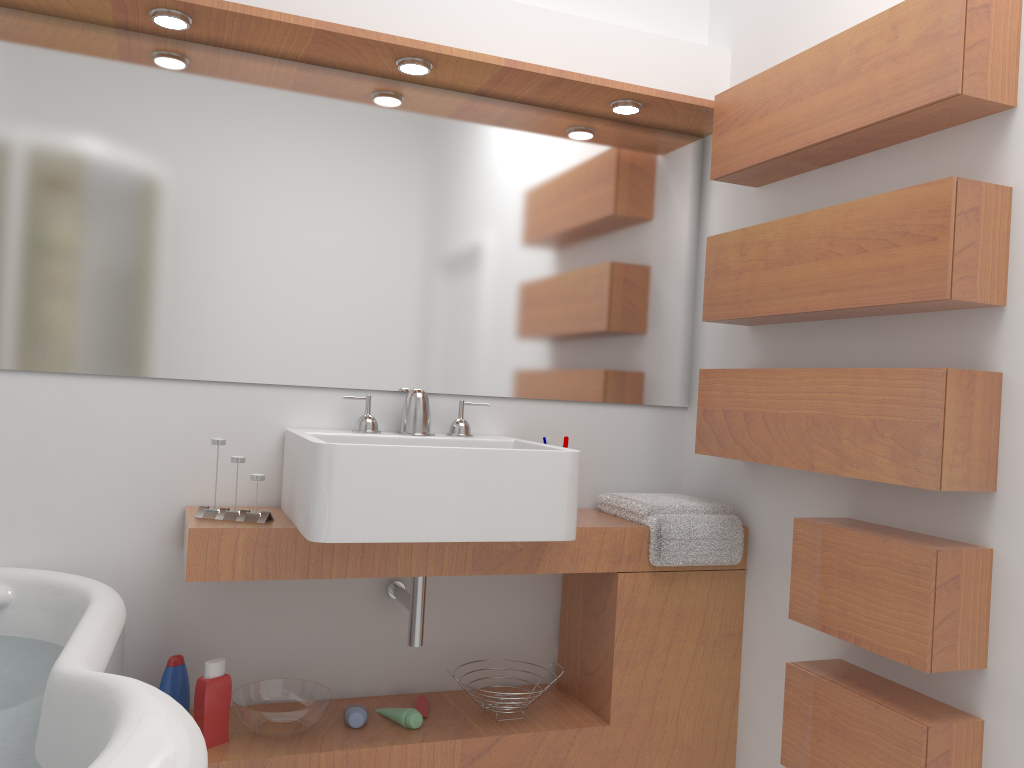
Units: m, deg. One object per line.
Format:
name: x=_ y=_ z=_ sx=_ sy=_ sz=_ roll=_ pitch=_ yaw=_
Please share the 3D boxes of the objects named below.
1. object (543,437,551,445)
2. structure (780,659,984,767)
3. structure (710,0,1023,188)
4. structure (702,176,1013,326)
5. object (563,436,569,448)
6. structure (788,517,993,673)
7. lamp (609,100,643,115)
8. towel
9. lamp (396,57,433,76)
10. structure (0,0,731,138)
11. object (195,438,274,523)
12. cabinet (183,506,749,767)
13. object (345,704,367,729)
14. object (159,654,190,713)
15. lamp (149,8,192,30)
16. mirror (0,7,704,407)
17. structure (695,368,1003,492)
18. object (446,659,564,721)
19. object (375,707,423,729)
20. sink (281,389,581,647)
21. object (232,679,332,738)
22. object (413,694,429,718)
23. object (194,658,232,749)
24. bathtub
object: x=0.118 y=0.269 z=2.576 sx=0.070 sy=0.228 sz=0.016 roll=3 pitch=0 yaw=4
structure: x=0.807 y=0.802 z=1.976 sx=0.165 sy=0.245 sz=0.417 roll=4 pitch=-1 yaw=-21
structure: x=0.813 y=-0.702 z=2.195 sx=0.165 sy=0.245 sz=0.860 roll=4 pitch=-1 yaw=-21
structure: x=0.789 y=-0.292 z=2.191 sx=0.165 sy=0.245 sz=0.860 roll=4 pitch=-1 yaw=-21
object: x=0.149 y=0.270 z=2.605 sx=0.016 sy=0.231 sz=0.052 roll=3 pitch=-1 yaw=18
structure: x=0.827 y=0.452 z=1.979 sx=0.165 sy=0.245 sz=0.417 roll=4 pitch=-1 yaw=-21
lamp: x=0.338 y=-0.819 z=2.626 sx=0.098 sy=0.018 sz=0.098 roll=4 pitch=-1 yaw=-42
towel: x=0.460 y=0.424 z=2.639 sx=0.272 sy=0.140 sz=0.359 roll=4 pitch=-1 yaw=-21
lamp: x=-0.263 y=-0.856 z=2.390 sx=0.098 sy=0.018 sz=0.098 roll=3 pitch=0 yaw=-1
structure: x=-0.519 y=-0.998 z=2.324 sx=2.606 sy=0.240 sz=0.287 roll=4 pitch=-1 yaw=-21
object: x=-0.676 y=0.232 z=2.180 sx=0.182 sy=0.203 sz=0.059 roll=3 pitch=0 yaw=9
cabinet: x=-0.158 y=0.724 z=2.431 sx=1.635 sy=0.719 sz=0.355 roll=4 pitch=-1 yaw=-21
object: x=-0.416 y=0.870 z=2.372 sx=0.059 sy=0.052 sz=0.187 roll=3 pitch=0 yaw=-10
object: x=-0.846 y=0.773 z=2.219 sx=0.044 sy=0.190 sz=0.092 roll=3 pitch=-1 yaw=36
lamp: x=-0.834 y=-0.891 z=2.167 sx=0.098 sy=0.018 sz=0.098 roll=3 pitch=0 yaw=-1
mirror: x=-0.595 y=-0.440 z=2.442 sx=2.600 sy=0.887 sz=0.022 roll=4 pitch=-1 yaw=-21
structure: x=0.767 y=0.089 z=2.188 sx=0.165 sy=0.245 sz=0.860 roll=4 pitch=-1 yaw=-21
object: x=-0.020 y=0.851 z=2.458 sx=0.291 sy=0.126 sz=0.291 roll=3 pitch=-1 yaw=27
object: x=-0.303 y=0.876 z=2.375 sx=0.059 sy=0.052 sz=0.187 roll=4 pitch=-1 yaw=-37
sink: x=-0.234 y=0.351 z=2.300 sx=0.657 sy=0.673 sz=0.552 roll=4 pitch=-1 yaw=-21
object: x=-0.586 y=0.833 z=2.251 sx=0.245 sy=0.090 sz=0.245 roll=3 pitch=-1 yaw=40
object: x=-0.252 y=0.892 z=2.447 sx=0.042 sy=0.037 sz=0.133 roll=3 pitch=0 yaw=-2
object: x=-0.723 y=0.772 z=2.143 sx=0.046 sy=0.207 sz=0.079 roll=3 pitch=-1 yaw=34
bathtub: x=-1.036 y=0.695 z=1.296 sx=1.055 sy=0.674 sz=1.863 roll=4 pitch=-1 yaw=-21
